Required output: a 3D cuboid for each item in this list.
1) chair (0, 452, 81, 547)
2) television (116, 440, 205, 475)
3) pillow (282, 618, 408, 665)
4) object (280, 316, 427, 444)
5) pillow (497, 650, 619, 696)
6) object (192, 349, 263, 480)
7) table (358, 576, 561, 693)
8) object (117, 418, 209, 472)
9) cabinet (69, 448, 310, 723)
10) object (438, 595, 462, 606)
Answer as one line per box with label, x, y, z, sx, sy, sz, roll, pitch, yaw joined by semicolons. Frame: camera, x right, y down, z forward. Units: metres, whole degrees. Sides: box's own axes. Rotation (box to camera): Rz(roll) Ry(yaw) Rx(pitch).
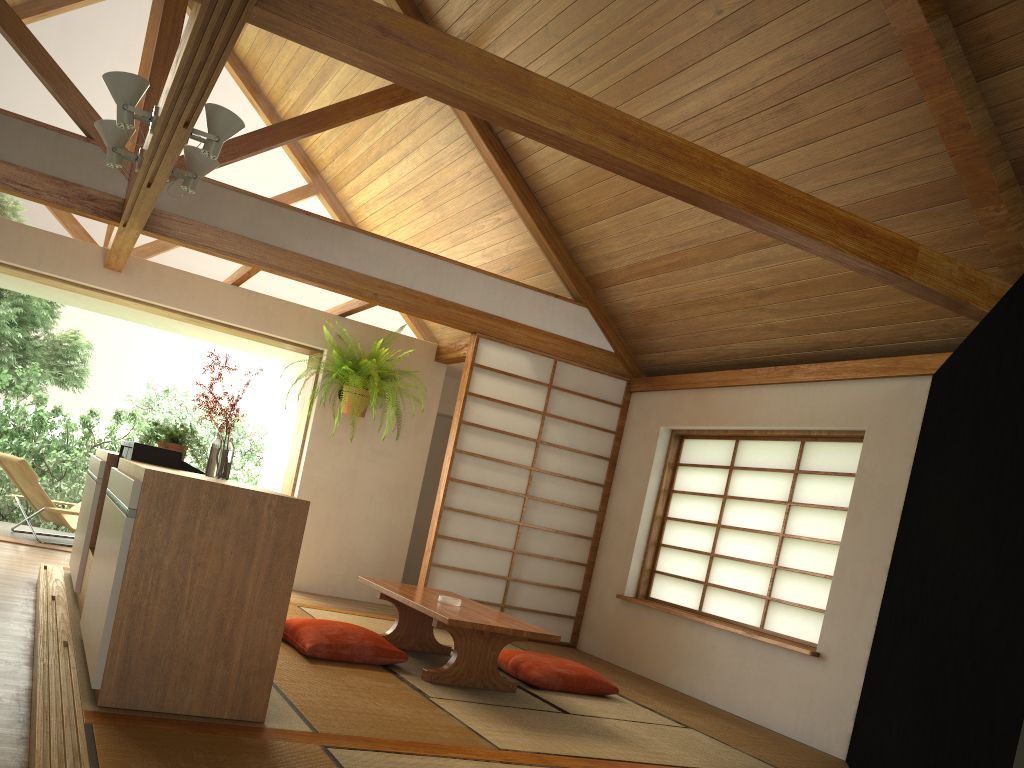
chair;-3.626;0.996;7.222;0.844;0.625;1.182;8;-8;39
television;-1.560;0.573;3.977;0.472;0.538;0.670;13;-5;-26
pillow;-0.867;1.267;4.369;0.533;0.148;0.591;17;-10;-31
object;-1.170;0.019;7.017;1.220;1.127;1.108;14;-4;-32
pillow;0.205;1.577;4.830;0.535;0.131;0.589;16;-9;-26
object;-1.145;0.119;3.430;0.230;0.500;0.233;12;0;-19
table;-0.356;1.306;4.557;0.578;0.334;1.260;15;-9;-26
object;-1.962;0.372;4.951;0.516;0.375;0.556;9;-6;25
cabinet;-1.623;0.737;3.969;0.535;0.733;2.777;13;-8;-27
object;-0.321;1.121;4.527;0.126;0.030;0.114;5;-11;38
